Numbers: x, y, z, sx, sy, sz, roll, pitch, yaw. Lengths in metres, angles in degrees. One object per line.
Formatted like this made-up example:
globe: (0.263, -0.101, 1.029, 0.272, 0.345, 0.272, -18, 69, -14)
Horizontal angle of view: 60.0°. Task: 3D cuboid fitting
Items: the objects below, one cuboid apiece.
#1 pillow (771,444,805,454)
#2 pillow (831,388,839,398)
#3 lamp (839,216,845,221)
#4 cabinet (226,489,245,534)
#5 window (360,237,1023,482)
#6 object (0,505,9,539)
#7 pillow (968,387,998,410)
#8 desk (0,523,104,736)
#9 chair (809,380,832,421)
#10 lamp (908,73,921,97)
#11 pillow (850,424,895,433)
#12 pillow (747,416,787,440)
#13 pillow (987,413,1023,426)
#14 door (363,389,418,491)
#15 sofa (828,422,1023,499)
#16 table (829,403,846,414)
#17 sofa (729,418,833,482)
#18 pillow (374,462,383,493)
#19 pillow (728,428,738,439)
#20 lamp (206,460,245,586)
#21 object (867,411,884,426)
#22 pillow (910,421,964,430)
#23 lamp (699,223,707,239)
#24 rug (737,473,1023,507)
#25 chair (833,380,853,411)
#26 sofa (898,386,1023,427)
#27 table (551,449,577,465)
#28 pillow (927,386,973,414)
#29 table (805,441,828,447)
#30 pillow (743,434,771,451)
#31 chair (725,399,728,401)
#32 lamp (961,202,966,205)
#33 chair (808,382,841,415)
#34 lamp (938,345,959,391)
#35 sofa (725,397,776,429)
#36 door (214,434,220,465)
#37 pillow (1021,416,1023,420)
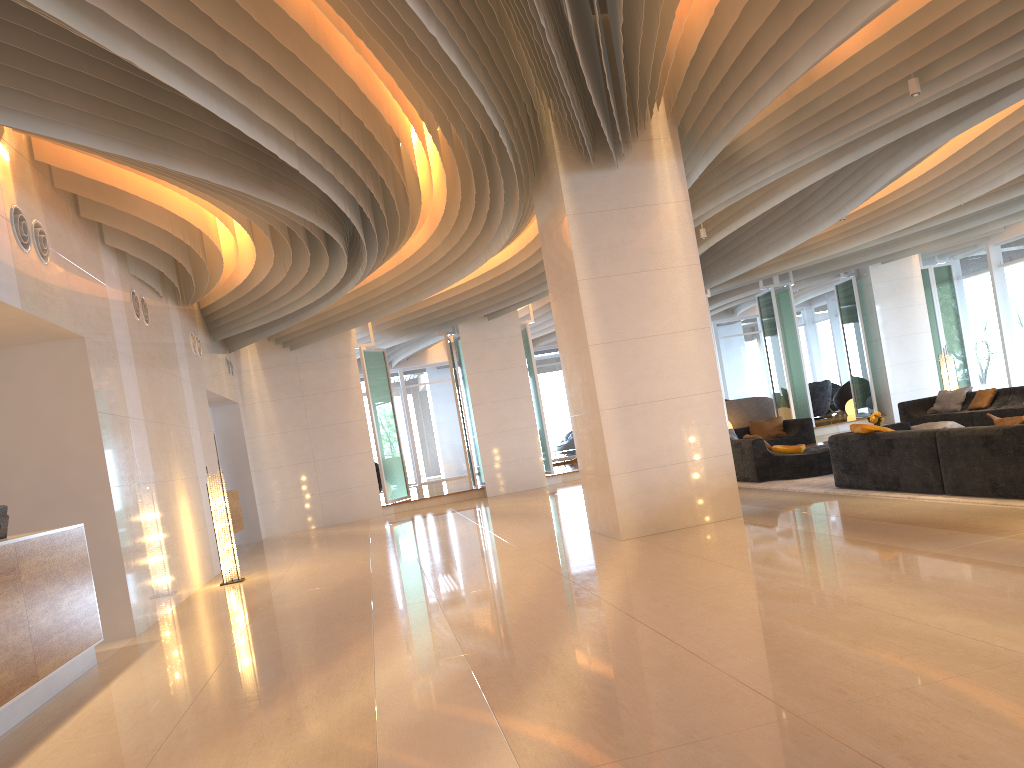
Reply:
pillow: (3.634, 0.849, 11.647, 0.407, 0.136, 0.421, -11, -3, 23)
pillow: (9.515, 0.254, 26.214, 0.500, 0.408, 0.467, -10, -2, 17)
lamp: (4.819, -3.194, 13.268, 0.088, 1.506, 0.090, -9, 0, 34)
cabinet: (-4.643, 2.049, 13.922, 0.562, 0.661, 1.505, -9, -3, -10)
window: (9.738, -1.699, 11.345, 22.435, 3.219, 53.815, -7, -4, -45)
object: (-3.500, 1.045, 6.003, 0.355, 0.435, 0.534, -9, -2, -10)
pillow: (7.513, 0.239, 14.157, 0.323, 0.312, 0.406, -9, -2, -13)
desk: (-3.063, 1.366, 3.363, 0.901, 1.049, 6.647, -9, -3, -10)
chair: (7.883, 0.470, 23.469, 1.536, 1.005, 1.123, -8, -2, -38)
lamp: (3.400, -3.266, 7.740, 0.090, 1.506, 0.088, -10, 0, -20)
pillow: (3.786, 0.553, 9.033, 0.545, 0.377, 0.642, -10, -2, 12)
pillow: (4.585, 0.808, 15.929, 0.635, 0.377, 0.550, -10, -2, 11)
pillow: (4.170, 0.402, 7.144, 0.445, 0.409, 0.599, -9, -2, -8)
door: (-3.616, 1.606, 25.016, 1.465, 2.771, 0.060, -10, 0, -11)
sofa: (4.156, 0.615, 7.794, 0.946, 0.582, 3.764, -9, -3, -10)
table: (9.464, 0.646, 25.167, 1.081, 0.318, 0.817, -9, -3, -4)
sofa: (4.165, 0.907, 13.607, 2.837, 0.653, 5.071, -9, -3, -10)
pillow: (-3.495, 2.156, 19.107, 1.526, 1.005, 1.131, -9, -2, -13)
pillow: (3.808, 0.959, 15.756, 0.409, 0.312, 0.321, -9, -1, -9)
lamp: (-3.406, 1.622, 10.425, 0.251, 1.451, 0.249, -10, 0, -11)
object: (5.522, 0.587, 13.453, 0.234, 0.377, 0.268, -10, -1, 22)
pillow: (4.011, 0.526, 8.165, 0.422, 0.377, 0.585, -9, -2, -8)
lamp: (2.652, -2.851, 12.836, 0.088, 1.506, 0.090, -9, 0, 34)
rug: (6.252, 0.602, 8.542, 5.536, 0.022, 16.164, -9, -3, -10)
chair: (9.493, 0.236, 24.167, 1.523, 1.005, 1.133, -9, -2, -8)
sofa: (7.496, 0.382, 13.695, 0.946, 0.582, 3.764, -9, -3, -10)
table: (1.252, 1.915, 22.925, 1.081, 0.318, 0.817, -9, -3, -4)
pillow: (7.390, 0.278, 14.987, 0.553, 0.377, 0.632, -8, -3, -33)
table: (5.460, 0.891, 13.283, 1.607, 0.220, 1.595, -9, -3, -11)
pillow: (3.337, 0.810, 11.907, 0.330, 0.311, 0.422, -9, -2, -9)
chair: (6.083, 0.842, 24.630, 1.533, 1.005, 1.125, -9, -2, -28)
lamp: (6.823, -3.512, 13.670, 0.088, 1.506, 0.090, -9, 0, 34)
chair: (9.179, 0.403, 26.175, 1.516, 1.005, 1.138, -10, -2, 2)
lamp: (7.909, 0.014, 15.987, 0.251, 1.451, 0.249, -10, 0, -11)
sofa: (5.728, 0.841, 22.624, 2.532, 0.901, 1.124, -12, -3, 39)
door: (-5.317, 1.912, 15.644, 0.247, 2.101, 1.399, -10, -1, -10)
pillow: (4.198, 0.340, 6.499, 0.553, 0.377, 0.632, -8, -3, -33)
